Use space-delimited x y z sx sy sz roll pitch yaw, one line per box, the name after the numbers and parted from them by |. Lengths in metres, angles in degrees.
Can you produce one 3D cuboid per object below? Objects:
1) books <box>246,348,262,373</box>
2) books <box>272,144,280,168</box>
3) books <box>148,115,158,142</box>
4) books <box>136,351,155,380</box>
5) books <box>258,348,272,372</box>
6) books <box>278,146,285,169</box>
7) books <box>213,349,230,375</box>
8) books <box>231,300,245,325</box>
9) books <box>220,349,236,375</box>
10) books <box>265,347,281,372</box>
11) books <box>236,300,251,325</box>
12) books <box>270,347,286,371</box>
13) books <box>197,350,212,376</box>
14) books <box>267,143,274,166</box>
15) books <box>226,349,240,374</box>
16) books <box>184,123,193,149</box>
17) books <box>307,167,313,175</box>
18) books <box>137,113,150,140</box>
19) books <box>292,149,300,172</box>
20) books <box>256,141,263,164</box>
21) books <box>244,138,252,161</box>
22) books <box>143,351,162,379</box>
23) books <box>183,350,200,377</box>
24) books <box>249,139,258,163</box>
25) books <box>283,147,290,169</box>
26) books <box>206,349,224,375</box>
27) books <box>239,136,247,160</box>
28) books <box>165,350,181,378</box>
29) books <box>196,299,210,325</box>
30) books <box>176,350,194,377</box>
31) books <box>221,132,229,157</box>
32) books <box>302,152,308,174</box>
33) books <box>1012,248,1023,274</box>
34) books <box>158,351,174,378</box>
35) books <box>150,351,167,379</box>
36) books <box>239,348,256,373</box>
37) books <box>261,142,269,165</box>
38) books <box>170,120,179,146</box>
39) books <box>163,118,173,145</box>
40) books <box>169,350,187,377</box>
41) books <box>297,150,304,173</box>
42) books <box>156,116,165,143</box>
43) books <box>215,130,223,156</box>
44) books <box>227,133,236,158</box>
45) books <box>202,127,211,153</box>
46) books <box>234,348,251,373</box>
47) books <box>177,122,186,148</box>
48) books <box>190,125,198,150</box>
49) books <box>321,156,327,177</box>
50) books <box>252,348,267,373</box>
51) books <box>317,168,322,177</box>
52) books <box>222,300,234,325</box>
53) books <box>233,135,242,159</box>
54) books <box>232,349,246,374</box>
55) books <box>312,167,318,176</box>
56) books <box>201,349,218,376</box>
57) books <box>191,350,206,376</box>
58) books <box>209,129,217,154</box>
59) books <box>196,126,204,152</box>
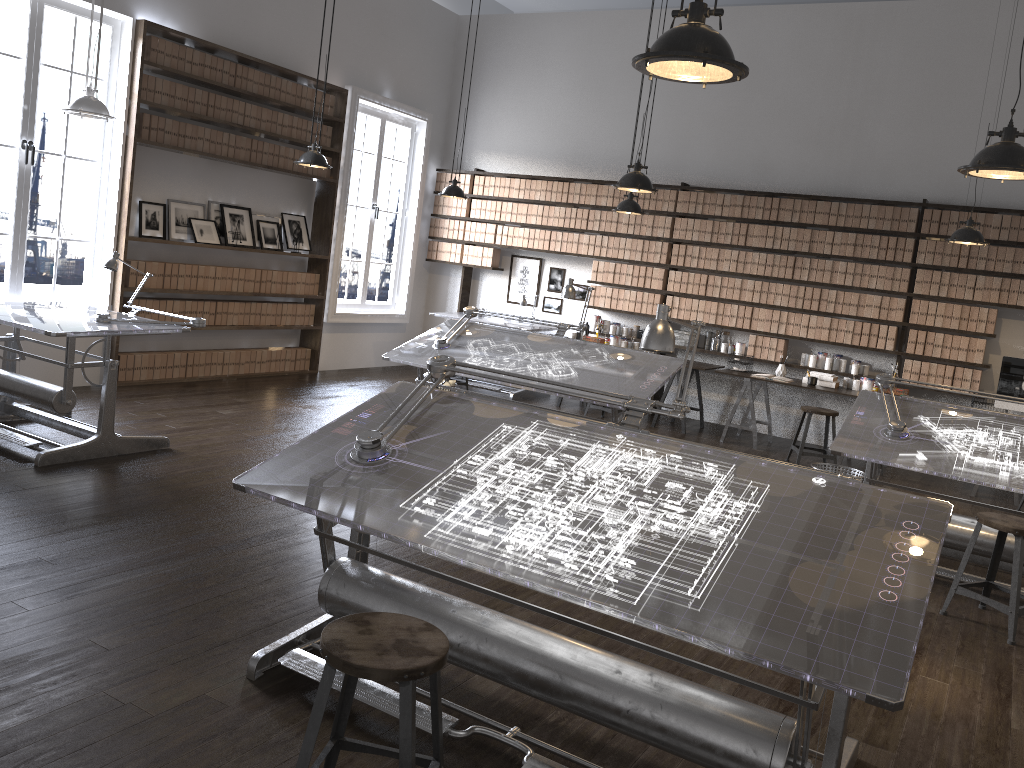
-2.603 -0.235 8.880 0.175 0.225 0.067 11 6 30 | books
-2.371 -2.233 8.673 0.175 0.224 0.067 11 6 30 | books
-3.072 -2.152 7.458 0.175 0.225 0.067 11 6 30 | books
-3.238 -0.164 7.796 0.175 0.224 0.067 11 6 30 | books
-2.538 -0.244 8.998 0.175 0.224 0.067 11 6 30 | books
-2.333 -2.236 8.728 0.175 0.225 0.067 11 6 30 | books
-2.811 -0.212 8.524 0.175 0.225 0.067 11 6 30 | books
-2.687 -0.694 8.601 0.175 0.224 0.067 11 6 30 | books
-2.776 -0.216 8.587 0.175 0.224 0.067 11 6 30 | books
-2.472 -0.252 9.115 0.175 0.224 0.067 11 6 30 | books
-2.651 -0.698 8.661 0.175 0.224 0.067 11 6 30 | books
-2.436 -0.256 9.176 0.175 0.224 0.067 11 6 30 | books
-2.919 -0.199 8.333 0.175 0.225 0.067 11 6 30 | books
-2.407 -2.229 8.611 0.175 0.224 0.067 11 6 30 | books
-2.746 -0.220 8.642 0.175 0.224 0.067 11 6 30 | books
-2.893 -2.172 7.764 0.175 0.225 0.067 11 6 30 | books
-2.128 -2.260 9.086 0.175 0.224 0.067 11 6 30 | books
-3.114 -2.148 7.396 0.175 0.224 0.067 11 6 30 | books
-2.232 -2.248 8.903 0.175 0.225 0.067 11 6 30 | books
-2.479 -2.221 8.489 0.175 0.224 0.067 11 6 30 | books
-2.554 -2.212 8.360 0.175 0.224 0.067 11 6 30 | books
-3.200 -0.166 7.851 0.175 0.225 0.067 11 6 30 | books
-2.990 -0.192 8.225 0.175 0.224 0.067 11 6 30 | books
-2.512 -2.216 8.421 0.175 0.225 0.067 11 6 30 | books
-2.303 -2.241 8.788 0.175 0.224 0.067 11 6 30 | books
-2.850 -0.208 8.460 0.175 0.224 0.067 11 6 30 | books
-2.585 -2.208 8.302 0.175 0.224 0.067 11 6 30 | books
-3.097 -0.179 8.033 0.175 0.224 0.067 11 6 30 | books
-2.898 -0.669 8.229 0.175 0.224 0.067 11 6 30 | books
-3.022 -0.187 8.159 0.175 0.225 0.067 11 6 30 | books
-2.689 -2.196 8.122 0.175 0.224 0.067 11 6 30 | books
-2.167 -2.257 9.027 0.175 0.224 0.067 11 6 30 | books
4.427 -1.069 7.745 0.067 0.224 0.175 10 7 29 | books
-3.136 -0.176 7.974 0.175 0.224 0.067 11 6 30 | books
-3.171 -0.171 7.912 0.175 0.224 0.067 11 6 30 | books
-2.642 -0.232 8.821 0.175 0.224 0.067 11 6 30 | books
-2.439 -2.224 8.548 0.175 0.224 0.067 11 6 30 | books
-2.968 -2.165 7.648 0.175 0.224 0.067 11 6 30 | books
-3.000 -2.160 7.584 0.175 0.224 0.067 11 6 30 | books
-3.065 -0.184 8.097 0.175 0.224 0.067 11 6 30 | books
-2.200 -2.253 8.966 0.175 0.224 0.067 11 6 30 | books
-3.039 -2.157 7.525 0.175 0.224 0.067 11 6 30 | books
-2.727 -2.193 8.063 0.175 0.224 0.067 11 6 30 | books
-2.649 -2.200 8.183 0.175 0.224 0.067 11 6 30 | books
-2.792 -2.184 7.940 0.175 0.225 0.067 11 6 30 | books
-2.679 -0.228 8.762 0.175 0.224 0.067 11 6 30 | books
-2.932 -2.169 7.709 0.175 0.224 0.067 11 6 30 | books
-2.863 -2.176 7.824 0.175 0.224 0.067 11 6 30 | books
-2.027 -2.272 9.261 0.175 0.224 0.067 11 6 30 | books
-2.569 -0.240 8.943 0.175 0.224 0.067 11 6 30 | books
-2.055 -2.268 9.204 0.175 0.225 0.067 11 6 30 | books
-2.753 -0.685 8.475 0.175 0.224 0.067 11 6 30 | books
-2.613 -2.204 8.245 0.175 0.225 0.067 11 6 30 | books
-2.708 -0.223 8.698 0.175 0.225 0.067 11 6 30 | books
-2.089 -2.264 9.146 0.175 0.224 0.067 11 6 30 | books
-2.883 -0.203 8.396 0.175 0.224 0.067 11 6 30 | books
-2.955 -0.196 8.281 0.175 0.224 0.067 11 6 30 | books
-2.760 -2.188 8.002 0.175 0.224 0.067 11 6 30 | books
-2.830 -2.180 7.878 0.175 0.224 0.067 11 6 30 | books
